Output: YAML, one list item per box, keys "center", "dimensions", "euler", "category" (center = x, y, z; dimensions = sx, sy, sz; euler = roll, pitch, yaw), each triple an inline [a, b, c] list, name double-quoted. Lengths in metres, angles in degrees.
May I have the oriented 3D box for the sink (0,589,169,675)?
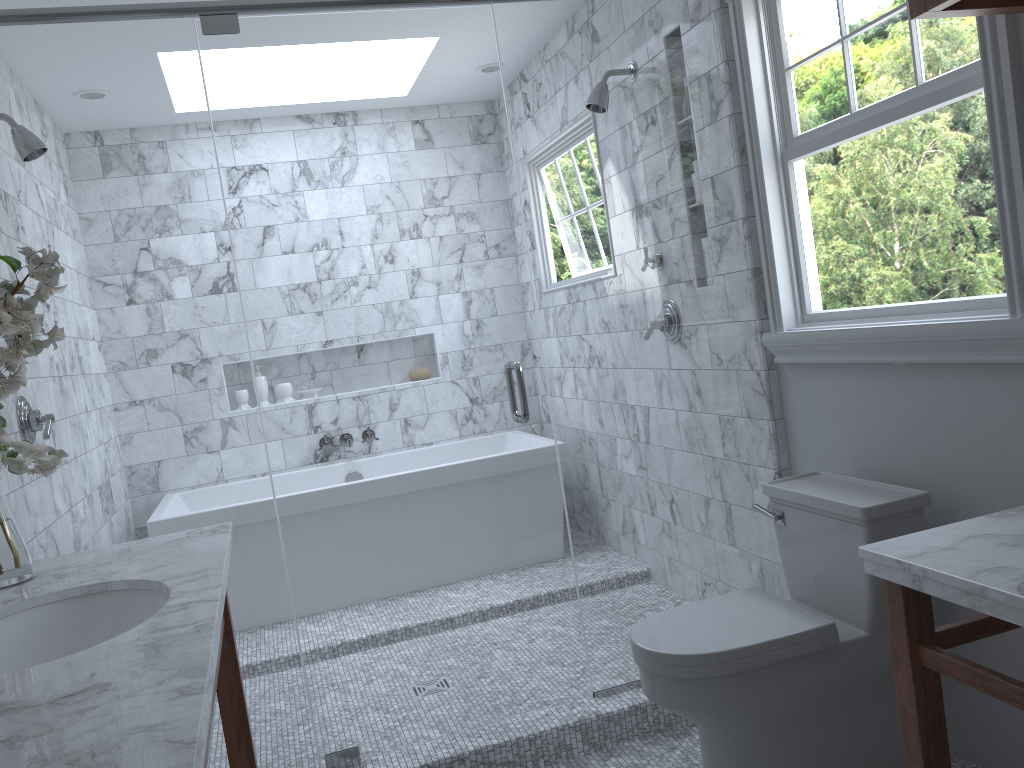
- center: [-0.808, 0.576, 1.558]
  dimensions: [0.494, 0.270, 0.517]
  euler: [-6, 5, 33]
  category: "sink"

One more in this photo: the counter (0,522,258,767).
- center: [-0.747, 0.805, 1.454]
  dimensions: [0.638, 0.983, 1.657]
  euler: [-10, 4, -16]
  category: "counter"

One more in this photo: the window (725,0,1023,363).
- center: [0.917, -0.679, 2.283]
  dimensions: [0.149, 1.248, 1.040]
  euler: [-10, 4, -16]
  category: "window"

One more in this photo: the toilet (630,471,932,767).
- center: [0.652, 0.670, 2.290]
  dimensions: [0.722, 0.727, 0.490]
  euler: [-10, 4, -16]
  category: "toilet"

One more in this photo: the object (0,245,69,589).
- center: [-1.076, 0.079, 1.904]
  dimensions: [0.374, 0.706, 0.225]
  euler: [-7, 4, 15]
  category: "object"

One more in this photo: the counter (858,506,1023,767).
- center: [1.082, 0.674, 1.377]
  dimensions: [0.539, 0.810, 0.828]
  euler: [-10, 4, -16]
  category: "counter"

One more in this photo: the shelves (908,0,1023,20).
- center: [0.933, -0.955, 1.313]
  dimensions: [0.357, 0.566, 0.647]
  euler: [-10, 4, -16]
  category: "shelves"
